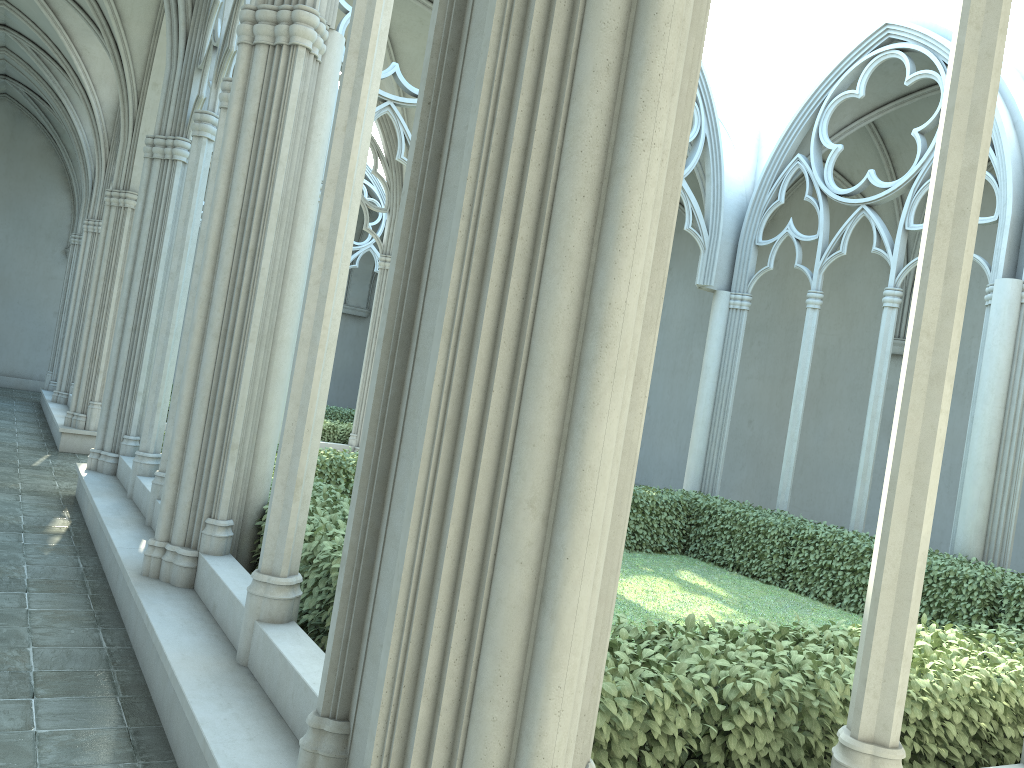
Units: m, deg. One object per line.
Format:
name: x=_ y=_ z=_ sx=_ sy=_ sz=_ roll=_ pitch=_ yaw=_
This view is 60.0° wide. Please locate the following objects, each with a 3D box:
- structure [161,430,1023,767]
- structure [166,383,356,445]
structure: x=1.401 y=1.719 z=8.260 sx=7.995 sy=0.963 sz=8.018 roll=10 pitch=-1 yaw=-30
structure: x=-5.030 y=0.906 z=19.604 sx=7.995 sy=0.963 sz=8.018 roll=10 pitch=-1 yaw=-30
